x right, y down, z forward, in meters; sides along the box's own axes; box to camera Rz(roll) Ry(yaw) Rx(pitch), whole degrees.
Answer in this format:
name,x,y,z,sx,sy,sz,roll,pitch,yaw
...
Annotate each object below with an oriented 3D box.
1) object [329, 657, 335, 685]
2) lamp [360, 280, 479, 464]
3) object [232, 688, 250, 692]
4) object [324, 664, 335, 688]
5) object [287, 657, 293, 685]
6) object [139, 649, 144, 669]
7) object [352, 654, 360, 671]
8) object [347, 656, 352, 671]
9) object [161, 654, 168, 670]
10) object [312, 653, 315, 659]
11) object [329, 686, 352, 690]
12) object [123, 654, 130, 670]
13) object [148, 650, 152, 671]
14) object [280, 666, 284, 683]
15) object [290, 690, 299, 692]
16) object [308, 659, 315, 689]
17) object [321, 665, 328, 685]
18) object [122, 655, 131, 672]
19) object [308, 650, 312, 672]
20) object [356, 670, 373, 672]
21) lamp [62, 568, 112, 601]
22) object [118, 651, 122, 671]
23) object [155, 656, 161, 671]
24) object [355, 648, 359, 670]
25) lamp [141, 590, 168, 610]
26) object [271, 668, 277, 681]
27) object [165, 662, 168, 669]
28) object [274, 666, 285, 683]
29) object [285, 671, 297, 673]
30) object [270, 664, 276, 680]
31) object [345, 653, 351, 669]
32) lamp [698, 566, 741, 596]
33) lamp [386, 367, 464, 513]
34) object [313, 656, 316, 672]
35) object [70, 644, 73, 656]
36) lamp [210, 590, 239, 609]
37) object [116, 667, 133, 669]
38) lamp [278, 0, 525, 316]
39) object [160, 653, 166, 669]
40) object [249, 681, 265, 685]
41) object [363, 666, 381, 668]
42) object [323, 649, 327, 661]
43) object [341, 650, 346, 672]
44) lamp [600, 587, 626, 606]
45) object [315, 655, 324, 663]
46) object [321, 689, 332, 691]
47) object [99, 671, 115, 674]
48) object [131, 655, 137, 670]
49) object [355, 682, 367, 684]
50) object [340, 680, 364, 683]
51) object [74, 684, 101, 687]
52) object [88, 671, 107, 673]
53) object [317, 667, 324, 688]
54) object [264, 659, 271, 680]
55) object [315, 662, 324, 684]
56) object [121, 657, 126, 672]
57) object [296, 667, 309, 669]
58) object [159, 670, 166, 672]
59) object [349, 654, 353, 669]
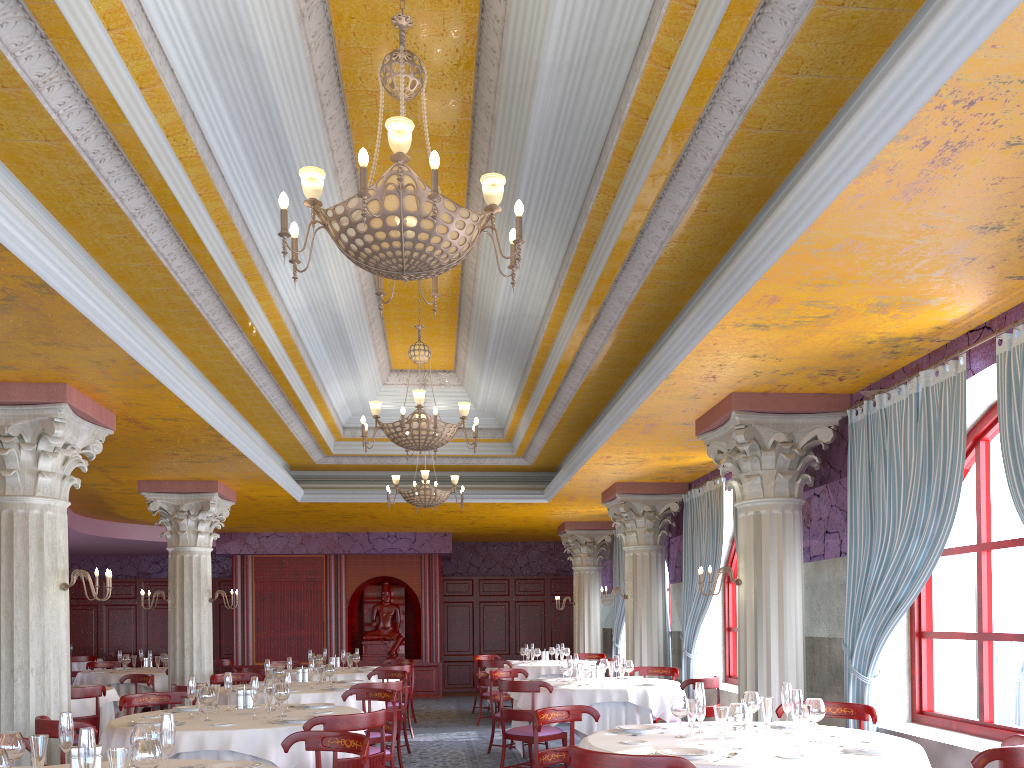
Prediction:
name,x,y,z,sx,sy,sz,roll,pitch,yaw
object,-2.157,3.432,10.237,0.074,0.332,0.074,0,-1,-36
lamp,-0.846,-0.417,7.830,0.966,2.150,0.965,-3,-4,40
object,-2.967,3.374,9.436,0.313,0.024,0.324,1,-15,-5
object,-2.105,3.370,9.886,0.123,0.261,0.123,2,-4,-36
object,-2.689,3.469,10.350,0.074,0.332,0.074,-1,-1,31
object,-6.185,4.595,14.291,0.074,0.332,0.074,-1,-1,31
object,-2.398,4.286,13.191,0.122,0.261,0.124,0,-3,-14
object,-2.486,4.279,13.113,0.086,0.234,0.086,-1,-2,20
object,-5.601,4.496,13.827,0.122,0.261,0.124,0,-3,-14
object,-3.146,4.372,13.473,0.122,0.261,0.124,0,-3,-14
object,-1.887,3.390,9.537,0.313,0.024,0.324,1,-15,-5
object,-6.348,4.582,14.109,0.122,0.261,0.124,-1,-3,9
object,-5.765,4.412,13.646,0.074,0.332,0.074,-1,-1,31
object,-2.765,3.490,10.245,0.086,0.234,0.087,-1,-2,-3
object,-2.410,3.358,9.372,0.161,0.009,0.162,-11,-19,33
object,-2.270,3.287,9.704,0.074,0.332,0.074,-1,-1,31
object,-2.260,3.503,10.313,0.086,0.234,0.087,-1,-2,-3
object,-6.115,4.437,13.594,0.122,0.261,0.124,-1,-3,9
object,-3.095,4.239,13.123,0.074,0.332,0.074,-1,-1,31
object,-2.181,4.306,12.842,0.313,0.024,0.324,1,-15,-5
lamp,-3.621,1.709,7.289,0.382,0.269,0.350,3,-10,-17
object,-6.298,4.449,13.759,0.074,0.332,0.074,-1,-1,31
object,-5.688,4.488,13.749,0.086,0.234,0.086,-1,-2,20
object,-2.450,4.348,13.542,0.074,0.332,0.074,-1,-1,31
lamp,-4.999,3.030,12.020,0.382,0.269,0.350,3,-10,-17
object,-2.698,3.350,9.741,0.086,0.234,0.086,-1,-2,20
object,-5.756,4.628,14.254,0.086,0.234,0.086,-3,-3,42
object,-2.620,3.312,9.653,0.122,0.261,0.124,0,-3,-14
object,-3.260,4.289,12.741,0.313,0.024,0.324,1,-15,-5
object,-2.853,3.456,10.168,0.123,0.261,0.123,2,-4,-36
object,-2.631,4.431,13.706,0.122,0.261,0.124,0,-3,-14
lamp,1.895,1.814,7.883,0.382,0.269,0.350,3,-10,-17
lamp,-1.194,0.669,11.753,0.966,2.150,0.965,-3,-4,40
object,-2.991,4.266,13.046,0.086,0.234,0.086,0,-3,-25
object,-9.624,5.850,18.707,0.074,0.332,0.074,0,-1,-14
lamp,-4.043,3.027,12.047,0.382,0.269,0.350,3,-10,-17
object,-6.564,4.798,14.456,0.313,0.024,0.324,1,-15,-5
lamp,-0.493,-1.522,3.843,0.966,2.150,0.965,-3,-4,40
object,-5.834,4.640,14.342,0.122,0.261,0.124,-1,-3,9
object,-3.068,3.673,10.515,0.314,0.024,0.323,6,-17,-24
object,-2.282,4.605,13.922,0.314,0.024,0.323,6,-17,-24
object,-2.982,4.385,13.655,0.074,0.332,0.074,-1,-1,31
object,-2.563,4.202,13.010,0.074,0.332,0.074,-1,-1,31
lamp,1.477,3.119,12.594,0.382,0.269,0.350,3,-10,-17
object,-2.913,4.227,12.959,0.122,0.261,0.124,0,-3,-14
object,-2.022,3.362,9.410,0.236,0.013,0.028,-14,-18,39
object,-6.279,4.470,13.270,0.055,0.019,0.261,-13,-20,42
object,-6.260,4.615,14.187,0.086,0.234,0.086,0,-3,-25
object,-1.862,3.657,10.482,0.028,0.013,0.237,-11,-18,38
object,-1.989,3.689,10.616,0.315,0.024,0.322,-8,-17,24
object,-5.108,3.638,10.310,0.313,0.024,0.324,1,-15,-5
object,-6.462,4.499,13.377,0.313,0.024,0.324,1,-15,-5
object,-2.193,3.363,9.808,0.086,0.234,0.086,-1,-2,20
object,-2.802,3.324,9.817,0.074,0.332,0.074,0,-1,-14
object,-2.338,3.515,10.400,0.122,0.261,0.124,-1,-3,9
object,-6.193,4.475,13.682,0.086,0.234,0.086,0,-3,-25
object,-3.361,4.588,13.821,0.317,0.024,0.320,-11,-18,33
object,-5.383,4.515,13.478,0.313,0.024,0.324,1,-15,-5
object,-2.553,4.419,13.618,0.086,0.234,0.087,-1,-2,-3
